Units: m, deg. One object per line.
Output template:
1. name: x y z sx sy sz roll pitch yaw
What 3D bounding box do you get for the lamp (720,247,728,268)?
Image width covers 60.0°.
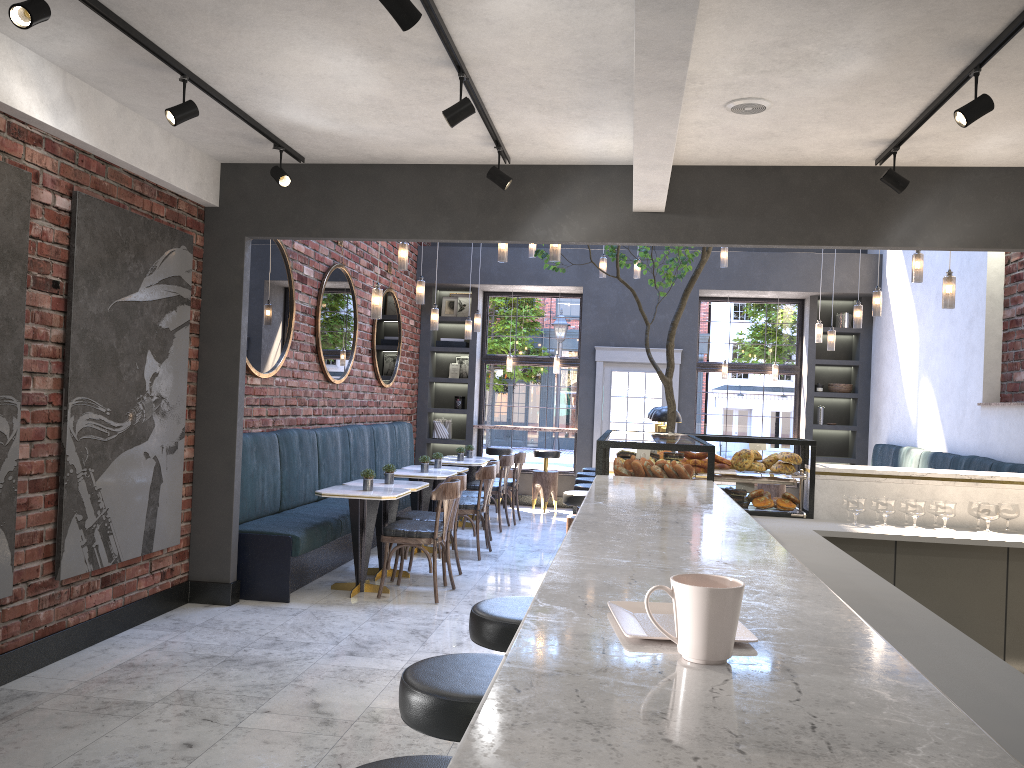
1. lamp: 2.425 -3.343 9.823 0.078 4.104 0.078 2 -1 -7

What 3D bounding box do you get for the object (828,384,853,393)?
1. object: 4.346 0.060 11.739 0.305 0.123 0.305 2 -1 29

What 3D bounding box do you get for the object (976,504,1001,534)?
1. object: 2.553 0.722 4.754 0.114 0.147 0.114 2 -1 12

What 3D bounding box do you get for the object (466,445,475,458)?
1. object: -0.511 0.814 10.735 0.118 0.165 0.122 3 -1 -15

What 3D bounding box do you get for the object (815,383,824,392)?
1. object: 4.069 0.050 11.753 0.116 0.119 0.117 3 -1 -16

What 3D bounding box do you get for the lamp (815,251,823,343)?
1. lamp: 3.630 -2.529 10.277 0.078 4.104 0.078 2 -1 -7

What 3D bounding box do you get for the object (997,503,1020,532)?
1. object: 2.720 0.731 4.864 0.114 0.147 0.114 2 -1 12

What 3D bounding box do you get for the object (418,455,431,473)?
1. object: -0.826 0.755 8.396 0.118 0.165 0.122 3 -1 -15

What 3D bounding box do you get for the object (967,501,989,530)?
1. object: 2.571 0.726 4.885 0.114 0.147 0.114 2 -1 12

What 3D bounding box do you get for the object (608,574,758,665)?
1. object: 0.234 0.291 1.193 0.176 0.097 0.301 2 -1 -1

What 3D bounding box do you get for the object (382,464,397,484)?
1. object: -0.992 0.724 7.168 0.118 0.165 0.122 3 -1 -15

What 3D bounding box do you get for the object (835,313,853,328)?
1. object: 4.405 -0.834 11.759 0.214 0.215 0.213 2 -1 17

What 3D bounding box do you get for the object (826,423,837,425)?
1. object: 4.197 0.529 11.654 0.130 0.026 0.130 3 -1 -9

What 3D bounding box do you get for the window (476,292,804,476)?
1. window: 0.956 -1.515 6.244 6.405 5.364 12.712 2 -1 8

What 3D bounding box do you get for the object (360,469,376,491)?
1. object: -1.069 0.709 6.591 0.118 0.165 0.122 3 -1 -15

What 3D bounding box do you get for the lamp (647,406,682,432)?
1. lamp: 0.392 -1.108 5.074 4.183 3.256 8.836 2 -1 -9

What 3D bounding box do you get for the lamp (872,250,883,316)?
1. lamp: 3.306 -2.651 7.852 0.078 4.104 0.078 3 -1 -30

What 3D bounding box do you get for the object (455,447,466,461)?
1. object: -0.589 0.800 10.159 0.118 0.165 0.122 3 -1 -15

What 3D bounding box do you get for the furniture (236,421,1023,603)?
1. furniture: 1.165 1.095 8.460 6.021 1.151 5.342 2 -1 8

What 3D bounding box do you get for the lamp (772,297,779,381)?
1. lamp: 3.537 -0.751 11.841 0.078 1.429 0.078 2 -1 38

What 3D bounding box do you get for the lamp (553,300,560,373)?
1. lamp: 0.641 -0.862 12.233 0.078 1.429 0.078 3 -1 -30

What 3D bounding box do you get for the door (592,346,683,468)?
1. door: 1.602 0.640 11.550 1.132 2.219 0.152 2 -1 8

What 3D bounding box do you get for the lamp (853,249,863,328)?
1. lamp: 3.394 -2.586 8.518 0.078 4.104 0.078 3 -1 -30

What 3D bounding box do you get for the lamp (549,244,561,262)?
1. lamp: 0.392 -2.932 6.385 0.078 4.104 0.078 2 -1 38

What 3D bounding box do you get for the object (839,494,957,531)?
1. object: 2.127 0.708 4.908 0.575 0.147 0.256 2 -1 8

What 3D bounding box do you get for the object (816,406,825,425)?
1. object: 4.071 0.413 11.701 0.098 0.248 0.098 3 -1 -43

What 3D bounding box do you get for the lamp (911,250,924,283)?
1. lamp: 3.166 -2.823 6.769 0.078 4.104 0.078 2 -1 -7

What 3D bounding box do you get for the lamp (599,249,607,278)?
1. lamp: 1.098 -3.242 9.945 0.078 4.104 0.078 2 -1 -7

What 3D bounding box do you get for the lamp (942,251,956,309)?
1. lamp: 3.061 -2.566 6.073 0.078 4.104 0.078 2 -1 -7

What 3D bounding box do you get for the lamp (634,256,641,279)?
1. lamp: 1.562 -3.303 10.517 0.078 4.104 0.078 2 -1 -7

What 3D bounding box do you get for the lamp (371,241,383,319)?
1. lamp: -0.916 -2.531 6.555 0.078 4.104 0.078 2 -1 -7

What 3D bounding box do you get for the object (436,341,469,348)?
1. object: -0.831 -0.548 12.412 0.412 0.084 0.286 2 -1 8

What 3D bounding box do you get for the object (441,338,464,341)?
1. object: -0.832 -0.610 12.425 0.327 0.039 0.227 2 -1 -2

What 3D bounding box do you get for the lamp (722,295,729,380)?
1. lamp: 2.886 -0.776 11.929 0.078 1.429 0.078 3 -1 -30

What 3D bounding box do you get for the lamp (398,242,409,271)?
1. lamp: -0.806 -2.977 7.239 0.078 4.104 0.078 2 -1 -7

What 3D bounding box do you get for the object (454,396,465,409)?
1. object: -0.729 0.261 12.378 0.152 0.181 0.152 3 -1 -44

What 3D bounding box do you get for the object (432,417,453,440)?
1. object: -0.973 0.606 12.420 0.250 0.323 0.241 2 -1 8

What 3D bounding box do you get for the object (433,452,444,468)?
1. object: -0.749 0.770 8.972 0.118 0.165 0.122 3 -1 -15

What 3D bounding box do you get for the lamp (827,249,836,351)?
1. lamp: 3.536 -2.413 9.618 0.078 4.104 0.078 2 -1 -7

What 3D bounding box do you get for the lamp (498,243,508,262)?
1. lamp: 0.005 -3.056 7.313 0.078 4.104 0.078 2 -1 38
